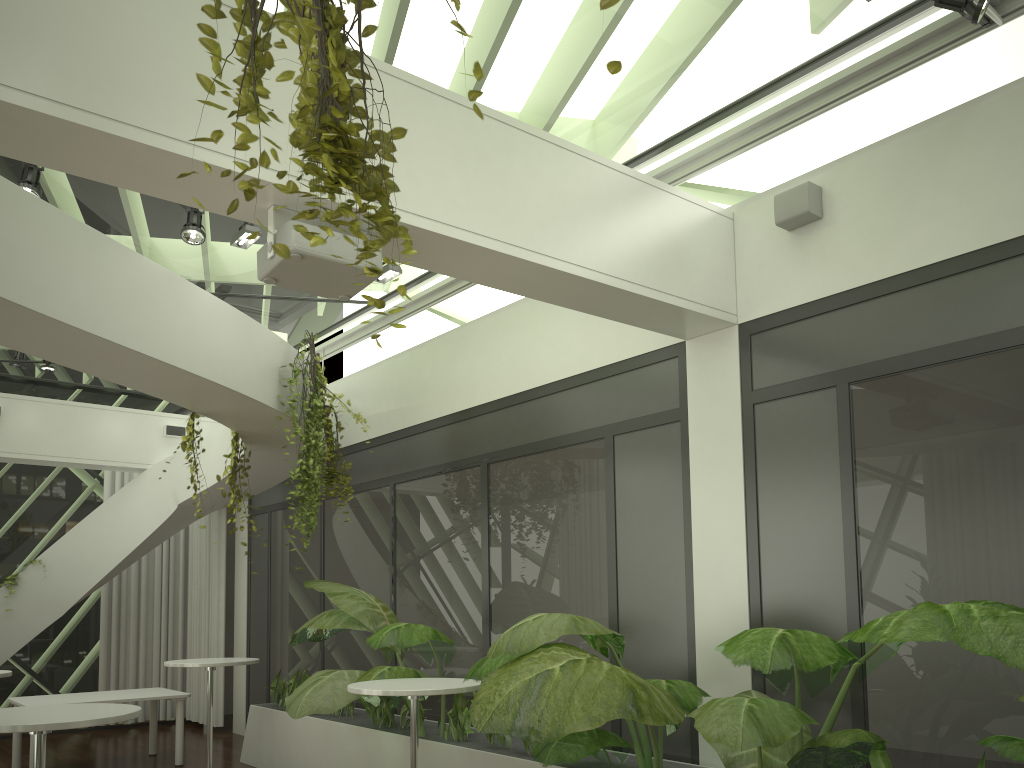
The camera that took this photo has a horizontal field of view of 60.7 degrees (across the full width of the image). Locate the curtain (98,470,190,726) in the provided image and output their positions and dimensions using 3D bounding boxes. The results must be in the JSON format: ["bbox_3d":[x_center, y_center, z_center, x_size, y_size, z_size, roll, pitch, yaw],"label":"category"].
[{"bbox_3d":[-4.966,2.541,11.972,1.237,4.022,0.161,4,-7,-40],"label":"curtain"}]

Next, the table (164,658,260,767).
[{"bbox_3d":[-2.834,3.162,8.258,0.855,1.077,0.875,0,-9,-4],"label":"table"}]

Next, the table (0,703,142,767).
[{"bbox_3d":[-2.239,2.121,4.162,0.855,1.077,0.875,0,-9,-4],"label":"table"}]

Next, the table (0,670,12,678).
[{"bbox_3d":[-4.479,2.855,6.944,0.855,1.077,0.875,0,-9,-4],"label":"table"}]

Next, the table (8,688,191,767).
[{"bbox_3d":[-4.171,3.517,8.844,1.514,0.705,1.084,9,-15,-38],"label":"table"}]

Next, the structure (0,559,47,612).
[{"bbox_3d":[-5.989,2.231,7.561,2.032,1.637,4.889,0,-13,-7],"label":"structure"}]

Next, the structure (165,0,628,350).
[{"bbox_3d":[-0.474,-0.952,1.684,4.633,2.280,1.473,-4,-8,15],"label":"structure"}]

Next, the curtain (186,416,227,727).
[{"bbox_3d":[-4.055,2.454,11.676,0.161,4.022,1.010,3,-7,-40],"label":"curtain"}]

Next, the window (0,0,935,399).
[{"bbox_3d":[-1.625,-1.852,4.565,5.740,0.054,16.983,10,-18,-37],"label":"window"}]

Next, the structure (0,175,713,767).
[{"bbox_3d":[1.277,0.063,0.629,5.955,4.144,24.803,6,-15,-32],"label":"structure"}]

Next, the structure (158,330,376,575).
[{"bbox_3d":[-2.058,0.575,7.369,1.439,2.037,1.667,-3,-9,16],"label":"structure"}]

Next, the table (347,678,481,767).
[{"bbox_3d":[-0.595,2.429,5.477,0.855,1.077,0.875,0,-9,-4],"label":"table"}]

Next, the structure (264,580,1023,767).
[{"bbox_3d":[-0.022,1.958,5.236,1.797,1.686,9.039,7,-16,-38],"label":"structure"}]

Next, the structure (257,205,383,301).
[{"bbox_3d":[-0.839,-0.565,3.791,0.466,0.271,0.393,9,-15,-38],"label":"structure"}]

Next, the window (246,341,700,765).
[{"bbox_3d":[-1.080,2.055,8.256,0.050,3.186,7.295,3,-12,-38],"label":"window"}]

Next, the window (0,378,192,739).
[{"bbox_3d":[-6.774,2.109,10.842,5.788,4.561,0.038,8,-9,-39],"label":"window"}]

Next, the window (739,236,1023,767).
[{"bbox_3d":[3.624,0.515,2.414,0.050,3.186,7.204,3,-12,-38],"label":"window"}]
